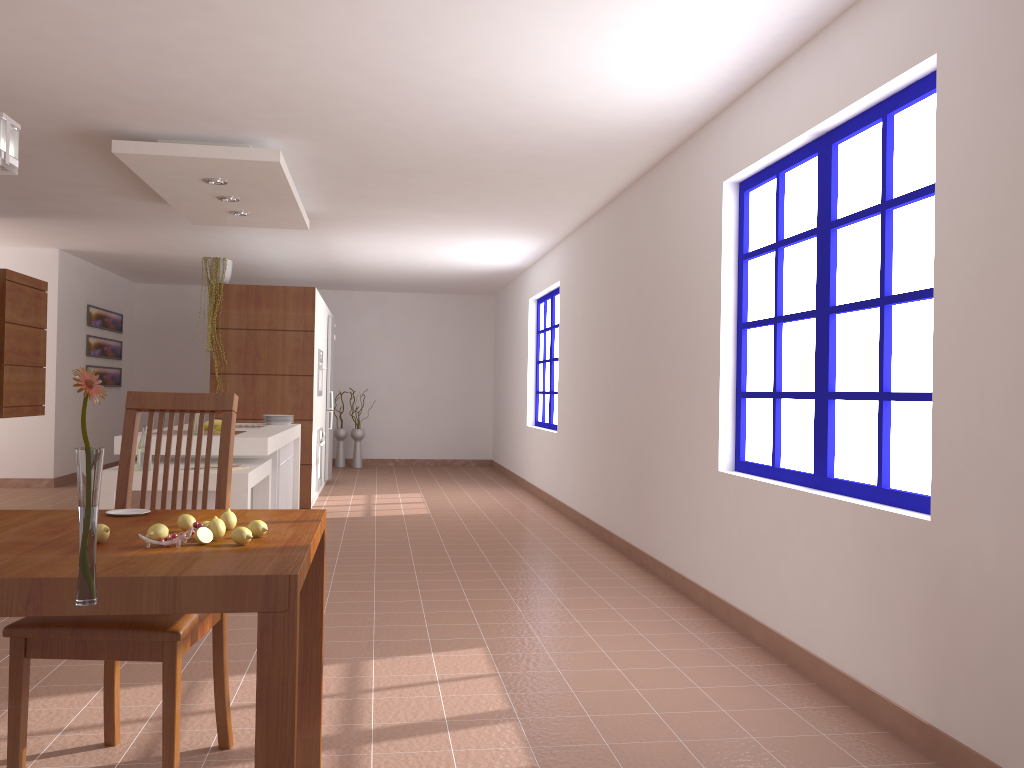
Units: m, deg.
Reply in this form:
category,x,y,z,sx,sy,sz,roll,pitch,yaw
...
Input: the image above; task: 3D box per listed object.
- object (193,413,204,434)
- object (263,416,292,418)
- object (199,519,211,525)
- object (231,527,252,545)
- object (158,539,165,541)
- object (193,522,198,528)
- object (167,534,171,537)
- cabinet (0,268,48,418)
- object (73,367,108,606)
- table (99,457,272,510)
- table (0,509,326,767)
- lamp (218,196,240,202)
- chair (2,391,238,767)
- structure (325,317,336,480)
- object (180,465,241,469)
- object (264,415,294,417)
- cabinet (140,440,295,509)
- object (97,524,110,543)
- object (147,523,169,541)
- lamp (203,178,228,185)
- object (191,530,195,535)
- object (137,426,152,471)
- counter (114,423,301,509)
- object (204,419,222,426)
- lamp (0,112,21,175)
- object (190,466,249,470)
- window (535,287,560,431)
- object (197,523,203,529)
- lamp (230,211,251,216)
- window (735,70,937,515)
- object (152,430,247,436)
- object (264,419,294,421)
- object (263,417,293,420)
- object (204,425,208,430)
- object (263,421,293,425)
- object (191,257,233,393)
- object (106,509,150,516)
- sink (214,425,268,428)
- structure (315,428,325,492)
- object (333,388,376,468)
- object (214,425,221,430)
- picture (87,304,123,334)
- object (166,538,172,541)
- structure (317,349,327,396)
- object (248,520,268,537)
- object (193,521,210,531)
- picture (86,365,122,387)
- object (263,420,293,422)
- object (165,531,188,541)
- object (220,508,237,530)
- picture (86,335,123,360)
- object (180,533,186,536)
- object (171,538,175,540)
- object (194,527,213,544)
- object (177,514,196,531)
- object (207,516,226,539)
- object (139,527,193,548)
category,x,y,z,sx,sy,sz,roll,pitch,yaw
object,-1.828,0.177,5.159,0.071,0.230,0.071,1,-1,-27
object,-1.822,0.264,6.916,0.228,0.020,0.228,1,-1,-27
object,-0.681,0.307,1.974,0.034,0.011,0.037,1,-1,42
object,-0.581,0.326,1.907,0.043,0.038,0.043,1,-1,-19
object,-0.735,0.331,1.858,0.014,0.013,0.014,1,-1,-3
object,-0.699,0.312,1.960,0.014,0.014,0.012,1,-1,13
object,-0.738,0.329,1.900,0.013,0.014,0.014,2,-1,-45
cabinet,-4.215,-0.343,5.602,0.754,1.200,4.718,1,-1,-9
object,-0.645,0.156,1.350,0.050,0.365,0.085,1,-1,-11
table,-1.785,0.773,4.946,0.737,0.647,1.003,1,-1,-9
table,-1.353,0.702,1.921,1.800,0.740,0.900,1,-1,-9
lamp,-1.916,-1.272,6.007,0.143,0.059,0.143,1,-1,20
chair,-1.022,0.553,2.454,0.444,1.063,0.574,1,-1,1
structure,-2.095,0.159,10.260,0.089,1.862,0.604,1,-1,-9
object,-1.611,0.441,4.711,0.375,0.008,0.041,2,-1,-42
object,-1.822,0.254,6.916,0.228,0.020,0.228,1,-1,-27
cabinet,-1.934,0.753,5.932,0.737,0.700,2.048,1,-1,-9
object,-0.885,0.320,1.902,0.041,0.041,0.042,1,-1,-23
object,-0.747,0.314,1.873,0.043,0.038,0.042,1,-1,-32
lamp,-1.840,-1.275,5.507,0.143,0.059,0.143,1,-1,-25
object,-0.726,0.336,2.010,0.014,0.014,0.012,1,-1,-20
object,-1.878,0.328,4.535,0.071,0.230,0.071,1,-1,-27
counter,-1.946,0.704,5.988,0.821,0.800,2.156,1,-1,-9
object,-1.899,0.258,5.757,0.207,0.055,0.047,1,-1,-32
lamp,-1.305,-0.965,1.968,0.304,0.919,0.304,1,-1,-9
object,-1.565,0.448,4.745,0.266,0.006,0.168,1,-1,8
window,0.417,-0.247,9.198,0.035,1.430,1.699,1,-1,-9
object,-0.685,0.312,1.947,0.012,0.014,0.014,1,-1,-28
lamp,-1.991,-1.268,6.501,0.143,0.059,0.143,1,-1,20
window,1.261,-0.290,3.562,0.035,1.430,1.699,1,-1,-9
object,-1.894,0.296,5.357,0.493,0.006,0.551,1,-1,-9
object,-1.822,0.284,6.916,0.228,0.020,0.228,1,-1,-27
object,-1.822,0.274,6.916,0.228,0.020,0.228,1,-1,-27
object,-1.984,0.283,5.748,0.060,0.033,0.207,1,-1,-29
object,-1.823,0.305,6.916,0.228,0.020,0.228,1,-1,-27
object,-2.651,-0.454,7.887,0.279,1.344,0.297,1,-1,41
object,-1.009,0.339,2.332,0.108,0.008,0.108,2,-1,-44
sink,-2.004,0.302,6.408,0.404,0.368,0.668,1,-1,-9
structure,-1.900,0.740,8.789,0.058,0.592,0.596,1,-1,-8
object,-2.175,0.608,12.332,0.655,1.112,0.284,1,-1,11
object,-1.877,0.285,5.737,0.207,0.033,0.060,1,-1,36
picture,-4.993,-0.789,10.908,0.015,0.248,1.408,1,-1,-9
object,-0.724,0.331,1.875,0.014,0.013,0.014,1,-1,16
structure,-1.878,-0.108,8.796,0.056,0.454,0.614,1,-1,-9
object,-0.577,0.327,2.010,0.043,0.038,0.043,1,-1,-19
object,-0.683,0.326,1.983,0.041,0.039,0.044,0,-1,45
picture,-5.006,-0.089,10.901,0.015,0.248,1.408,1,-1,-9
object,-1.823,0.295,6.916,0.228,0.020,0.228,1,-1,-27
object,-0.716,0.328,1.898,0.040,0.023,0.049,1,-1,37
object,-0.676,0.323,2.112,0.038,0.053,0.039,1,-1,26
picture,-4.999,-0.439,10.905,0.015,0.248,1.408,1,-1,-9
object,-0.699,0.324,1.884,0.014,0.014,0.012,1,-1,4
object,-0.713,0.332,1.869,0.013,0.014,0.014,1,-1,21
object,-0.664,0.325,1.905,0.033,0.036,0.039,1,-1,29
object,-0.757,0.324,2.067,0.041,0.041,0.042,1,-1,-34
object,-0.653,0.318,1.959,0.039,0.049,0.039,1,-1,-1
object,-0.732,0.326,1.879,0.092,0.032,0.091,1,-1,-9
